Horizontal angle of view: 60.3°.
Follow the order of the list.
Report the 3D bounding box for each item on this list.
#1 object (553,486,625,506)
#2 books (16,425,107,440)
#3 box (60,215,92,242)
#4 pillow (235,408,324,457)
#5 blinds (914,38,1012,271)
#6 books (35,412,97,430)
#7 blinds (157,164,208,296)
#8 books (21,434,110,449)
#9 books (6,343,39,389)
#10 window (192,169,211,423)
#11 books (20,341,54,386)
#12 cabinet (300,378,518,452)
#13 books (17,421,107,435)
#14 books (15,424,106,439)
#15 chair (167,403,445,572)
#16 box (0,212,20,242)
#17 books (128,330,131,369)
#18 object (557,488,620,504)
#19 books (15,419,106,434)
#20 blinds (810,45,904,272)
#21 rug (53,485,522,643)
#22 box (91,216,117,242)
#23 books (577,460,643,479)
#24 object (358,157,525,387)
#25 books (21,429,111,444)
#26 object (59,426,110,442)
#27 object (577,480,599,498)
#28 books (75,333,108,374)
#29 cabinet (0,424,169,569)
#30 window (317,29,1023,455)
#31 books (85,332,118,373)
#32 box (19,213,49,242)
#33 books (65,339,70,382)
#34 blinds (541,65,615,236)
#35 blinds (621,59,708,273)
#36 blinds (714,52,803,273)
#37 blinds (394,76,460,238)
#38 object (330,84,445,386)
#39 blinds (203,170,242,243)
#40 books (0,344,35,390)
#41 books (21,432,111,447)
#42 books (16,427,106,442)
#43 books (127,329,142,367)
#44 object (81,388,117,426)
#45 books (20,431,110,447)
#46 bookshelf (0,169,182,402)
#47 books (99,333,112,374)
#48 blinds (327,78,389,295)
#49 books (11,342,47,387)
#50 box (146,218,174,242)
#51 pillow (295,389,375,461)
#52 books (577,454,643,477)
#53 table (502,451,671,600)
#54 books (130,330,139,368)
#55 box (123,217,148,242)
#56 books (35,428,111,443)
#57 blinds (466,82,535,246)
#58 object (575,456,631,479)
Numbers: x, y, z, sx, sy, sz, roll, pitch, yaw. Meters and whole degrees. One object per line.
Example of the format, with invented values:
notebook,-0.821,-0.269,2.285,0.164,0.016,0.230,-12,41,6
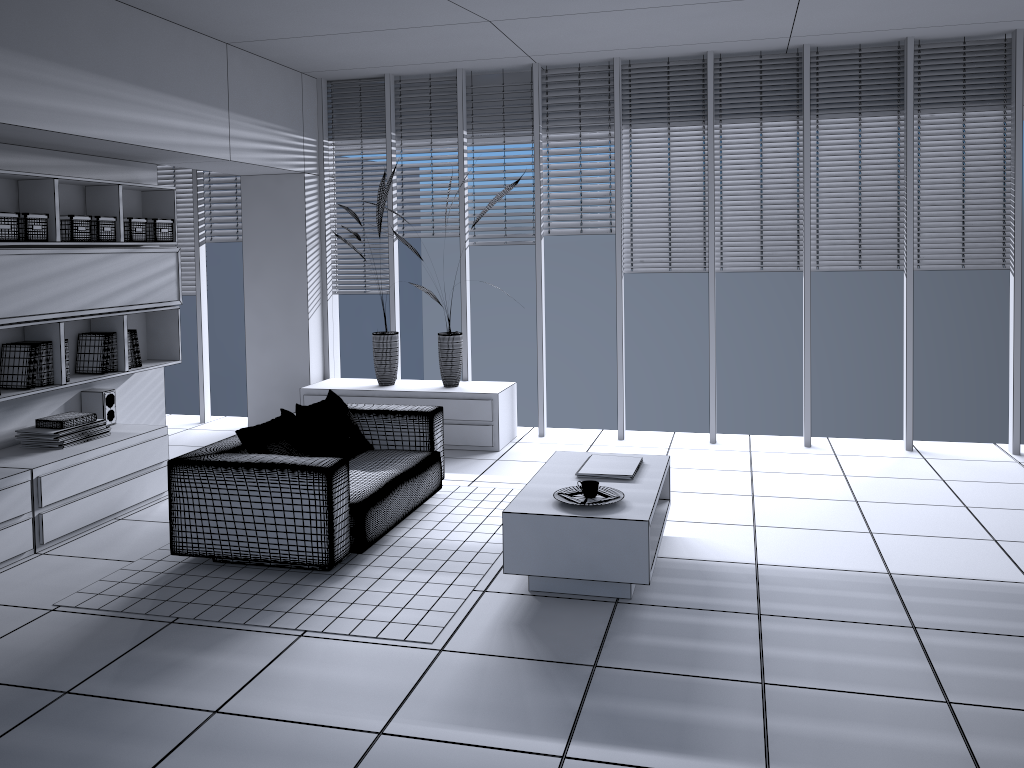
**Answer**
object,0.355,0.525,4.073,0.331,0.024,0.331,7,12,44
books,-2.672,0.283,5.255,0.285,0.008,0.420,1,9,15
box,-2.736,-0.946,5.373,0.280,0.161,0.180,1,6,14
pillow,-1.220,0.377,4.773,0.340,0.386,0.573,0,7,12
blinds,3.320,-1.685,6.519,0.714,1.679,0.047,0,3,15
books,-2.647,0.216,5.237,0.207,0.049,0.261,2,9,20
blinds,-3.157,-1.773,8.225,0.637,1.890,0.039,0,3,15
books,-2.664,0.337,5.284,0.285,0.008,0.420,1,9,15
books,-2.827,-0.105,5.075,0.207,0.258,0.075,0,3,14
window,-3.169,-1.171,8.168,0.688,3.107,0.101,0,3,15
books,-2.800,-0.123,5.191,0.207,0.257,0.050,0,3,15
cabinet,-0.843,0.235,7.236,1.675,0.447,0.603,1,7,14
books,-2.670,0.255,5.254,0.285,0.008,0.420,1,9,15
books,-2.683,0.276,5.240,0.285,0.008,0.420,1,9,15
chair,-1.034,0.523,5.027,0.960,0.547,1.666,1,8,14
box,-2.879,-0.857,4.815,0.281,0.161,0.214,1,7,15
books,-2.636,-0.227,5.861,0.207,0.257,0.050,0,3,15
object,0.353,0.519,4.069,0.218,0.012,0.216,-6,10,-29
books,-2.681,0.247,5.238,0.285,0.008,0.420,1,9,15
blinds,2.625,-1.701,6.698,0.714,1.679,0.047,0,3,15
rug,-0.908,0.835,4.795,1.798,0.001,2.255,1,9,14
box,-2.680,-0.980,5.589,0.280,0.161,0.180,1,6,14
books,0.524,0.442,4.647,0.285,0.008,0.420,1,9,15
object,-0.590,-0.882,6.949,1.550,1.852,0.697,0,3,9
books,-2.662,0.309,5.282,0.285,0.008,0.420,1,9,15
object,-2.672,0.292,5.272,0.285,0.008,0.420,1,9,15
object,0.355,0.489,4.067,0.096,0.069,0.085,-1,6,-4
books,-2.684,-0.193,5.629,0.207,0.258,0.075,0,3,14
cabinet,-2.762,0.662,4.682,0.574,0.445,2.293,1,9,14
window,1.008,-1.071,7.059,5.503,3.106,0.101,1,3,14
books,-2.662,-0.208,5.726,0.207,0.257,0.050,0,3,15
box,-2.823,-0.892,5.035,0.281,0.161,0.176,1,6,15
books,-2.775,-0.142,5.325,0.207,0.257,0.050,0,3,15
blinds,0.546,-1.909,7.227,0.637,1.368,0.039,0,3,15
blinds,1.240,-1.733,7.055,0.714,1.679,0.047,0,3,15
blinds,1.927,-1.717,6.878,0.714,1.679,0.047,0,3,15
blinds,-0.703,-1.936,7.548,0.637,1.357,0.051,0,3,15
object,-1.027,-1.501,7.372,1.431,2.967,0.497,2,4,43
blinds,-2.539,-1.984,8.055,0.637,1.368,0.039,0,3,15
books,-2.835,-0.100,5.044,0.207,0.258,0.075,0,3,14
books,-2.662,0.328,5.290,0.285,0.008,0.420,1,9,15
books,-2.673,0.293,5.249,0.285,0.008,0.420,1,9,15
books,-2.610,-0.242,5.953,0.207,0.258,0.075,0,3,15
object,-2.693,0.154,5.749,0.177,0.230,0.120,0,4,14
books,-2.674,0.320,5.274,0.285,0.008,0.420,1,9,15
bookshelf,-2.852,-0.558,4.938,0.327,1.240,2.846,0,8,14
books,-2.676,-0.198,5.660,0.207,0.258,0.075,0,3,14
blinds,-1.321,-1.724,7.718,0.637,1.870,0.057,0,3,15
books,-2.813,-0.115,5.140,0.207,0.257,0.050,0,3,15
box,-2.537,-1.068,6.142,0.280,0.161,0.219,1,7,14
pillow,-1.076,0.266,5.334,0.300,0.395,0.572,0,7,12
books,0.521,0.429,4.636,0.285,0.008,0.420,1,9,15
table,0.423,0.677,4.431,0.650,0.385,1.213,1,8,14
books,-2.619,-0.237,5.923,0.207,0.258,0.075,0,3,15
box,-2.605,-1.026,5.881,0.281,0.161,0.180,1,6,14
books,-2.660,0.299,5.288,0.285,0.008,0.420,1,9,15
blinds,-0.078,-1.841,7.390,0.637,1.347,0.057,0,3,15
object,0.512,0.436,4.639,0.285,0.008,0.420,1,9,15
